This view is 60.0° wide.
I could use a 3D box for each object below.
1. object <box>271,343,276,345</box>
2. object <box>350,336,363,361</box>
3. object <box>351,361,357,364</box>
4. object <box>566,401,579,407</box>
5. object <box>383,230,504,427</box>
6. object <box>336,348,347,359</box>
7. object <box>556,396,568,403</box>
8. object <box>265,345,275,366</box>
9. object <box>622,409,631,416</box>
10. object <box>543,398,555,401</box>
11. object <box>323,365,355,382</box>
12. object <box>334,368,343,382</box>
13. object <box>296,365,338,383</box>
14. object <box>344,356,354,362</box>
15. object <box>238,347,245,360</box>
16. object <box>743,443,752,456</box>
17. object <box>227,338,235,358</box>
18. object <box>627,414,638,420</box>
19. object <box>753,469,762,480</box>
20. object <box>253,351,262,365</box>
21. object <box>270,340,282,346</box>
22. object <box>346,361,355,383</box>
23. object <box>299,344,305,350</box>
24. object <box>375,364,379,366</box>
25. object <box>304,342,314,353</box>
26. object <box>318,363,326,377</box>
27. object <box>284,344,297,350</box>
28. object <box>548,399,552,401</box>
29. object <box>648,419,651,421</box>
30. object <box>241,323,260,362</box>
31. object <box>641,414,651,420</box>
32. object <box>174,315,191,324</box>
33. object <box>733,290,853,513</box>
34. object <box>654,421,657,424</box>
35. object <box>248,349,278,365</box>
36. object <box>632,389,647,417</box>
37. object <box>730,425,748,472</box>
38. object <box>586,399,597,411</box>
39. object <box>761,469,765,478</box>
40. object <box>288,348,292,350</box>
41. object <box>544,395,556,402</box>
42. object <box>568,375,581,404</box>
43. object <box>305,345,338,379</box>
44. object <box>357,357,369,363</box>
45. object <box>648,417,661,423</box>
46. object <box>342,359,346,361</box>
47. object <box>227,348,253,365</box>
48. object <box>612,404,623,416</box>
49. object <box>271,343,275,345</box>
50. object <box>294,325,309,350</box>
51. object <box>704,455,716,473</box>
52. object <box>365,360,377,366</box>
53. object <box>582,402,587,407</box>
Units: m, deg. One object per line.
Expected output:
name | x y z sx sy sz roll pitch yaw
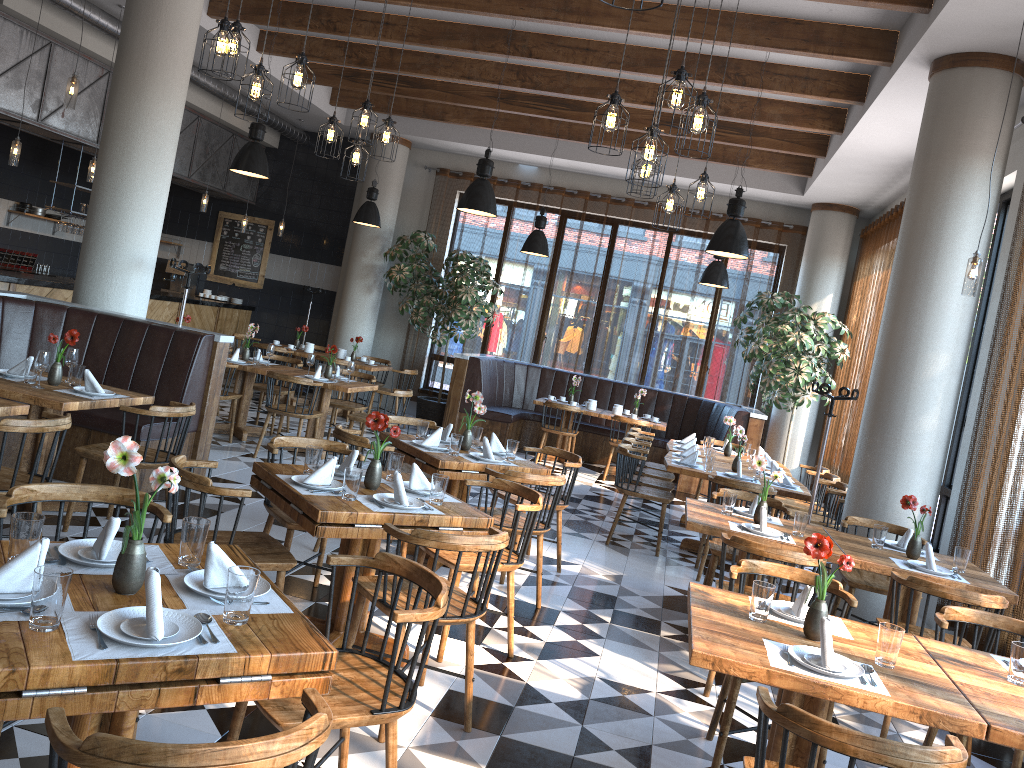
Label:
object | -3.283 -0.548 12.168 0.155 0.012 0.034 11 3 -6
object | -2.119 -0.479 11.987 0.155 0.355 0.172 10 2 -31
object | -2.083 -0.286 11.695 0.156 0.023 0.034 13 4 36
object | 0.793 0.262 11.458 0.175 0.067 0.176 8 5 -44
object | -1.146 -0.797 12.721 1.751 2.778 1.484 11 2 -9
object | -2.333 -0.414 12.131 0.129 0.128 0.130 9 3 -35
object | 0.684 0.207 11.994 0.175 0.067 0.176 9 4 -34
object | -2.489 -0.294 9.095 0.081 0.215 0.081 10 2 -26
object | 1.531 0.380 11.849 0.175 0.067 0.176 9 4 -34
object | 0.490 0.209 11.695 0.155 0.012 0.034 11 3 -6
object | -1.797 -0.126 9.172 0.352 0.137 0.272 12 3 11
object | -1.733 -0.089 8.825 0.080 0.132 0.079 13 2 41
object | -1.904 -0.113 8.658 0.352 0.137 0.272 12 3 11
object | -2.185 -0.331 11.774 0.176 0.067 0.175 12 4 26
object | -2.794 -0.314 9.159 0.080 0.132 0.080 12 2 26
object | 2.468 0.690 9.321 0.080 0.132 0.080 11 2 -4
object | -2.886 -0.368 9.060 0.081 0.215 0.081 11 2 2
object | 1.549 0.420 11.286 0.175 0.067 0.176 11 3 -7
object | 2.063 0.733 7.430 0.080 0.132 0.080 11 2 -4
object | -2.591 -0.265 8.992 0.080 0.132 0.079 13 2 41
object | -3.255 -0.567 12.226 0.176 0.067 0.176 11 3 2
object | -1.631 -0.118 8.929 0.081 0.215 0.081 10 2 -26
object | -2.921 -0.513 12.402 0.176 0.067 0.175 12 4 24
object | -1.816 -0.256 12.036 0.034 0.023 0.155 13 4 38
object | -2.764 -0.493 12.073 0.129 0.128 0.130 9 3 -35
object | -1.936 -0.138 8.993 0.079 0.132 0.080 9 3 -44
object | -2.981 -0.495 11.931 0.175 0.067 0.176 9 4 -28
object | 0.498 0.215 11.656 0.053 0.025 0.049 11 3 -1
object | 1.787 0.469 11.510 0.050 0.023 0.052 9 4 -28
object | -2.679 -0.424 9.080 0.146 0.400 0.207 10 2 -31
object | 1.798 0.438 11.746 0.176 0.067 0.175 12 4 24
object | -3.459 -0.563 9.261 0.170 0.355 0.157 9 2 -42
object | 3.241 0.141 11.276 1.475 2.778 1.761 10 2 -31
object | 1.842 0.493 11.349 0.034 0.023 0.155 11 4 1
object | -2.654 -0.302 9.339 0.352 0.137 0.272 12 3 11
object | 1.652 0.255 11.521 0.146 0.400 0.206 11 2 16
object | 1.948 0.558 7.675 0.146 0.400 0.206 11 2 15
object | 1.043 0.272 11.577 0.129 0.128 0.130 9 3 -35
object | 2.134 0.735 7.606 0.080 0.132 0.080 11 2 -4
object | -2.966 -0.465 11.834 0.053 0.025 0.049 10 3 -21
object | 0.518 0.190 11.753 0.176 0.067 0.176 11 3 2
object | 0.831 0.084 11.722 0.146 0.400 0.207 10 2 -22
object | -1.903 -0.240 8.903 0.296 0.355 0.166 12 2 16
object | -2.061 -0.341 12.287 0.175 0.067 0.176 9 4 -34
object | 1.850 0.465 11.482 0.176 0.067 0.176 11 3 1
object | -2.222 -0.314 11.715 0.052 0.023 0.050 11 3 6
object | -2.761 -0.289 8.824 0.352 0.137 0.272 12 3 11
object | 1.382 0.337 11.590 0.129 0.128 0.130 9 3 -35
object | -3.275 -0.543 12.129 0.053 0.025 0.049 11 3 -1
object | -2.902 -0.642 12.173 0.171 0.355 0.156 11 2 -4
object | 1.622 0.657 7.279 0.080 0.132 0.080 11 2 -4
object | -1.894 -0.285 11.932 0.175 0.067 0.176 11 3 -4
object | 1.020 0.279 11.896 0.176 0.067 0.175 12 4 21
